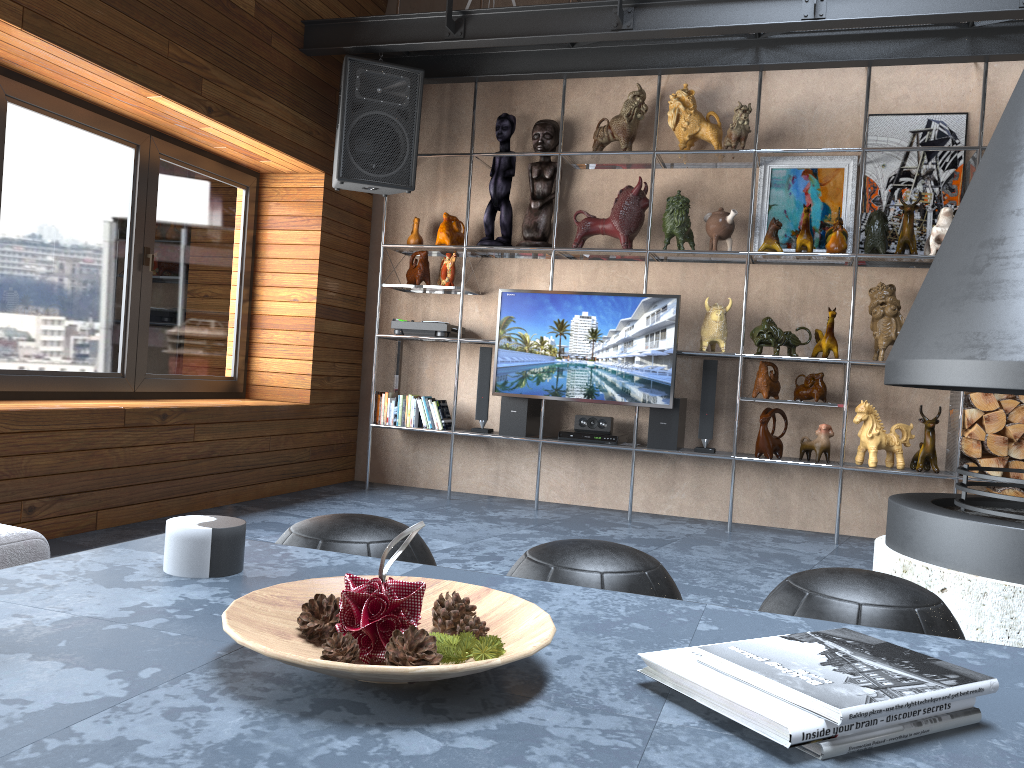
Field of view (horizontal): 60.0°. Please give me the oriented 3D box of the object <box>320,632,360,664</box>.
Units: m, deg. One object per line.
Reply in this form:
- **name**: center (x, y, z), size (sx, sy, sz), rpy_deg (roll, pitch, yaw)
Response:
- **object**: center (-0.189, 0.295, 0.977), size (0.044, 0.042, 0.042), rpy_deg (4, 0, 18)

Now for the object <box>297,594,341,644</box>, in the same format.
- **object**: center (-0.232, 0.290, 1.093), size (0.060, 0.062, 0.062), rpy_deg (4, 1, -21)

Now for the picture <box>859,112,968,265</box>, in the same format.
- **picture**: center (2.256, -1.104, 5.004), size (0.530, 0.863, 0.090), rpy_deg (4, 0, 18)

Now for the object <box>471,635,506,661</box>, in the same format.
- **object**: center (-0.026, 0.306, 1.015), size (0.039, 0.039, 0.048), rpy_deg (4, 1, 14)

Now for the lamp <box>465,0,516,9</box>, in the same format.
- **lamp**: center (-0.091, -2.508, 5.031), size (0.475, 1.002, 0.475), rpy_deg (4, 1, 42)

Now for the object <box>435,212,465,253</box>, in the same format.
- **object**: center (-0.375, -0.963, 5.645), size (0.138, 0.222, 0.278), rpy_deg (4, 1, 28)

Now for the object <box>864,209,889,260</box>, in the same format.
- **object**: center (2.009, -0.815, 4.888), size (0.126, 0.249, 0.253), rpy_deg (4, 1, 23)

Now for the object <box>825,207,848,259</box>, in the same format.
- **object**: center (1.809, -0.839, 4.932), size (0.123, 0.270, 0.227), rpy_deg (4, 0, 18)

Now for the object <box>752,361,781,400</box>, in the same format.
- **object**: center (1.458, -0.019, 5.040), size (0.108, 0.214, 0.217), rpy_deg (4, 1, 43)

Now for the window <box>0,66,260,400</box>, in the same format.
- **window**: center (-2.523, -0.651, 2.809), size (0.101, 1.522, 5.936), rpy_deg (4, 1, 18)

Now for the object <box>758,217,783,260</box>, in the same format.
- **object**: center (1.494, -0.828, 5.065), size (0.137, 0.207, 0.272), rpy_deg (4, 1, 21)

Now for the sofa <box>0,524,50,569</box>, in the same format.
- **sofa**: center (-0.712, 0.393, 0.515), size (4.035, 0.693, 2.204), rpy_deg (4, 1, 18)

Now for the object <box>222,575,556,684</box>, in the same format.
- **object**: center (-0.147, 0.309, 1.078), size (0.395, 0.061, 0.395), rpy_deg (4, 1, 10)

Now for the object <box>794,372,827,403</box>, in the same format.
- **object**: center (1.663, 0.016, 4.950), size (0.105, 0.168, 0.210), rpy_deg (4, 1, -32)

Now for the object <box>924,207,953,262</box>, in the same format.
- **object**: center (2.313, -0.807, 4.775), size (0.151, 0.280, 0.314), rpy_deg (4, 0, 16)

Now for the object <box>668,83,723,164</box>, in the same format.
- **object**: center (1.093, -1.555, 5.265), size (0.328, 0.458, 0.215), rpy_deg (4, 0, 23)

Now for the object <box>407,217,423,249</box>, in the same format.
- **object**: center (-0.614, -0.979, 5.718), size (0.107, 0.209, 0.233), rpy_deg (4, 0, 5)

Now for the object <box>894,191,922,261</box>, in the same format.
- **object**: center (2.153, -0.858, 4.817), size (0.116, 0.358, 0.198), rpy_deg (4, 0, 25)

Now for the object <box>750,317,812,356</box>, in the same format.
- **object**: center (1.495, -0.265, 5.024), size (0.403, 0.221, 0.192), rpy_deg (3, 1, -35)

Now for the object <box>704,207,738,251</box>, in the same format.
- **object**: center (1.189, -0.878, 5.077), size (0.237, 0.266, 0.164), rpy_deg (4, 1, 35)

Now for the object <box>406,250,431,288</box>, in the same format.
- **object**: center (-0.607, -0.739, 5.723), size (0.116, 0.229, 0.233), rpy_deg (4, 1, -32)

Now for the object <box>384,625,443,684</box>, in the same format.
- **object**: center (-0.110, 0.299, 0.978), size (0.064, 0.062, 0.061), rpy_deg (3, 1, -41)

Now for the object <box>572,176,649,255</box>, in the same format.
- **object**: center (0.595, -1.007, 5.297), size (0.462, 0.440, 0.219), rpy_deg (4, 0, 18)

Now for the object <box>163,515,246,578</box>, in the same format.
- **object**: center (-0.514, 0.271, 1.485), size (0.126, 0.081, 0.126), rpy_deg (4, 1, -10)

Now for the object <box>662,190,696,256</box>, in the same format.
- **object**: center (0.974, -0.937, 5.159), size (0.167, 0.356, 0.255), rpy_deg (4, 1, 37)

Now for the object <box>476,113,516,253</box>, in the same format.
- **object**: center (-0.080, -1.279, 5.575), size (0.244, 0.879, 0.244), rpy_deg (3, 1, -44)

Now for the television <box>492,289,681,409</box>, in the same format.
- **television**: center (0.425, -0.213, 5.153), size (1.075, 0.638, 0.115), rpy_deg (4, 0, 18)

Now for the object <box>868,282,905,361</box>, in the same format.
- **object**: center (2.152, -0.331, 4.836), size (0.405, 0.451, 0.210), rpy_deg (4, 0, 10)

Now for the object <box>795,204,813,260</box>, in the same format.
- **object**: center (1.656, -0.855, 5.003), size (0.097, 0.290, 0.290), rpy_deg (4, 0, 16)

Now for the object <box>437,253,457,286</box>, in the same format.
- **object**: center (-0.415, -0.722, 5.666), size (0.060, 0.223, 0.267), rpy_deg (4, 1, -27)

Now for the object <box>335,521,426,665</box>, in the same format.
- **object**: center (-0.157, 0.248, 1.062), size (0.105, 0.172, 0.118), rpy_deg (4, 0, -20)

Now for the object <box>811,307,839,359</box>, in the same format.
- **object**: center (1.751, -0.280, 4.967), size (0.097, 0.290, 0.290), rpy_deg (4, 0, -2)

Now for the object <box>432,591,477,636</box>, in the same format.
- **object**: center (-0.073, 0.300, 1.155), size (0.063, 0.061, 0.061), rpy_deg (4, 0, 17)

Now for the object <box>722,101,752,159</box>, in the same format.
- **object**: center (1.292, -1.446, 5.055), size (0.131, 0.280, 0.208), rpy_deg (4, 0, 0)

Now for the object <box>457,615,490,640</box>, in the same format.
- **object**: center (-0.049, 0.308, 1.103), size (0.043, 0.042, 0.042), rpy_deg (4, 1, 21)

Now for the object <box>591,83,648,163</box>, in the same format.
- **object**: center (0.654, -1.578, 5.365), size (0.328, 0.442, 0.207), rpy_deg (4, 0, 11)

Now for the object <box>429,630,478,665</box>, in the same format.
- **object**: center (-0.075, 0.317, 1.058), size (0.073, 0.034, 0.081), rpy_deg (4, 1, 6)

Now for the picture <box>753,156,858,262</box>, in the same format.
- **picture**: center (1.701, -1.023, 5.151), size (0.544, 0.625, 0.136), rpy_deg (4, 0, 18)

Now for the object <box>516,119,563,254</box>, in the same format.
- **object**: center (0.180, -1.239, 5.513), size (0.237, 0.840, 0.305), rpy_deg (4, 0, 20)

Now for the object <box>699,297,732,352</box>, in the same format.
- **object**: center (1.158, -0.335, 5.105), size (0.154, 0.310, 0.325), rpy_deg (4, 0, 3)
